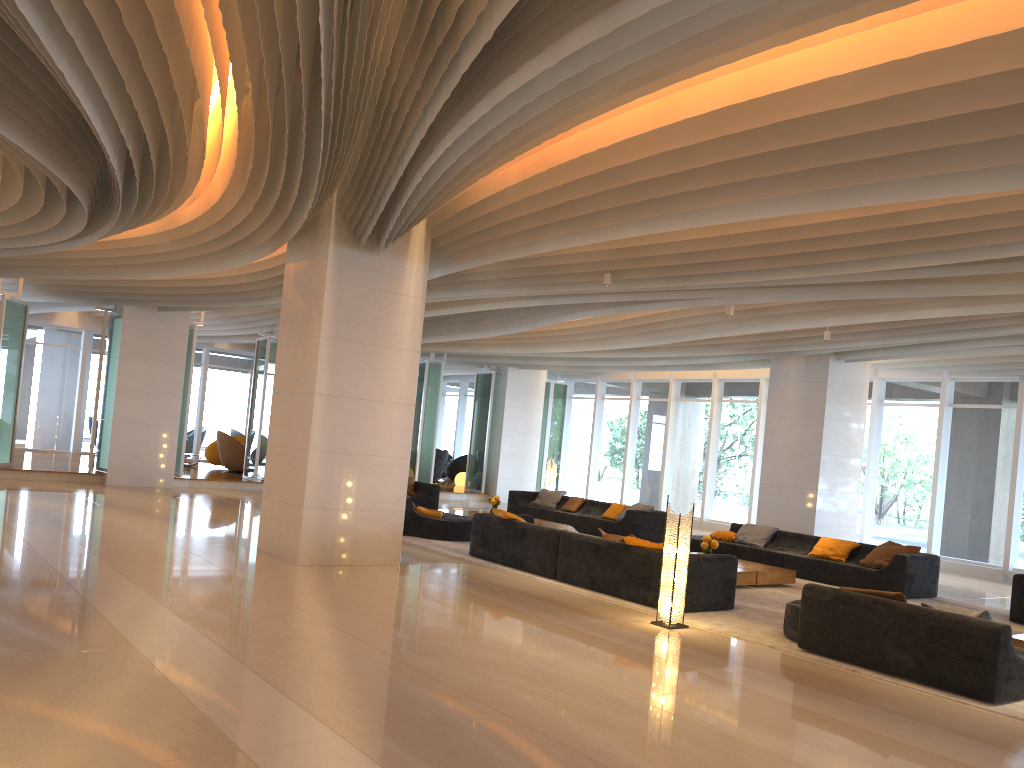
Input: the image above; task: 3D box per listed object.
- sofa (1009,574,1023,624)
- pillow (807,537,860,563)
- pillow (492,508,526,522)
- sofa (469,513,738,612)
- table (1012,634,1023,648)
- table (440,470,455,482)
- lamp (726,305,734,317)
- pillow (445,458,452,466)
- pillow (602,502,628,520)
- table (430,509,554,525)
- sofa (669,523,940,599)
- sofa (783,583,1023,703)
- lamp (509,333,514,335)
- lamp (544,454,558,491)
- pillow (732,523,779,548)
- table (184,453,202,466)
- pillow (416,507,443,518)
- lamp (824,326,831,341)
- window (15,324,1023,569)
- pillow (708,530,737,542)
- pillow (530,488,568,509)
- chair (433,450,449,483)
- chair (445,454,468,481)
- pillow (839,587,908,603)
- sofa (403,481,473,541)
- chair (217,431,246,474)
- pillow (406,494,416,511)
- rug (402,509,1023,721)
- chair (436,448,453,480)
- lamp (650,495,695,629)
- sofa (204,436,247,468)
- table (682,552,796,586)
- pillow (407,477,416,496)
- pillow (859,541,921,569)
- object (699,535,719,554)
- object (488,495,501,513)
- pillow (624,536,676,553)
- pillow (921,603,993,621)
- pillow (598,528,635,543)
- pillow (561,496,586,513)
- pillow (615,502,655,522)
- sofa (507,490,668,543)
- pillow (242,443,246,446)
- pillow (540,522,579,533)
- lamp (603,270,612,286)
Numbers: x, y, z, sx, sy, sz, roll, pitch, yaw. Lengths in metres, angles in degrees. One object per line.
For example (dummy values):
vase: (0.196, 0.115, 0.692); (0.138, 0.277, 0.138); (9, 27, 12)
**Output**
sofa: (7.343, 2.538, 8.959); (1.362, 0.581, 4.117); (7, -4, -29)
pillow: (4.627, 2.433, 12.837); (0.459, 0.393, 0.625); (7, -4, -37)
pillow: (0.054, 1.823, 11.436); (0.553, 0.377, 0.633); (6, -3, -14)
sofa: (0.894, 2.031, 10.491); (0.960, 0.581, 3.709); (8, -4, -36)
table: (5.526, 2.471, 7.828); (1.632, 0.220, 1.572); (8, -5, -36)
table: (-1.876, 2.939, 28.195); (1.099, 0.318, 0.805); (8, -4, -30)
lamp: (2.969, -1.648, 11.826); (0.088, 1.504, 0.090); (5, -1, 27)
pillow: (-2.183, 2.539, 29.184); (0.507, 0.408, 0.461); (6, -3, -9)
pillow: (1.927, 2.389, 16.651); (0.328, 0.312, 0.400); (7, -3, -34)
table: (-0.374, 2.468, 15.898); (1.632, 0.220, 1.572); (8, -5, -36)
sofa: (4.080, 2.520, 13.187); (1.379, 0.582, 4.068); (8, -5, -37)
sofa: (3.297, 2.056, 7.512); (1.382, 0.576, 2.212); (8, -5, -36)
lamp: (0.061, -1.637, 15.994); (0.088, 1.504, 0.089); (5, -1, 9)
lamp: (0.836, 2.219, 19.440); (0.255, 1.449, 0.245); (6, -1, -36)
pillow: (3.804, 2.414, 13.962); (0.471, 0.416, 0.653); (7, -4, -36)
table: (-8.446, 1.924, 22.535); (1.099, 0.318, 0.805); (8, -4, -30)
pillow: (-1.270, 1.971, 13.661); (0.411, 0.135, 0.416); (6, -4, -3)
lamp: (4.736, -1.389, 13.151); (0.087, 1.504, 0.091); (5, -1, 45)
window: (4.845, 1.254, 16.274); (53.809, 3.216, 22.456); (4, -4, 18)
pillow: (3.410, 2.456, 14.310); (0.443, 0.192, 0.594); (4, -4, 19)
pillow: (0.743, 2.363, 18.302); (0.627, 0.377, 0.558); (4, -4, 31)
chair: (-2.497, 2.385, 26.023); (1.118, 1.004, 1.544); (4, -3, 27)
chair: (-1.323, 2.588, 27.360); (1.547, 1.004, 1.116); (7, -3, -34)
pillow: (3.051, 1.858, 7.301); (0.405, 0.391, 0.594); (7, -3, -34)
sofa: (-1.655, 2.107, 15.624); (2.881, 0.652, 4.996); (8, -5, -36)
chair: (-6.687, 1.695, 21.802); (1.156, 1.004, 1.494); (7, -3, -28)
pillow: (-1.633, 1.841, 13.767); (0.335, 0.311, 0.416); (7, -3, -34)
rug: (2.419, 2.582, 12.062); (5.622, 0.022, 15.927); (8, -5, -36)
chair: (-2.498, 2.589, 28.990); (1.541, 1.004, 1.121); (7, -3, -24)
lamp: (1.508, 1.633, 8.182); (0.255, 1.196, 0.245); (6, -1, -36)
sofa: (-7.005, 1.868, 23.980); (1.089, 0.900, 2.615); (3, -4, 44)
table: (2.617, 2.469, 11.807); (1.632, 0.220, 1.572); (8, -5, -36)
pillow: (-2.255, 2.048, 17.875); (0.645, 0.377, 0.543); (6, -3, -14)
pillow: (5.195, 2.365, 12.212); (0.553, 0.377, 0.633); (6, -3, -14)
object: (2.578, 2.154, 11.638); (0.238, 0.376, 0.263); (6, -2, -14)
object: (-0.319, 2.187, 16.105); (0.237, 0.376, 0.265); (6, -2, -4)
pillow: (1.551, 1.824, 9.387); (0.627, 0.377, 0.558); (4, -4, 31)
pillow: (3.510, 1.865, 6.859); (0.466, 0.344, 0.553); (8, -4, -38)
pillow: (1.235, 1.853, 9.941); (0.452, 0.409, 0.591); (7, -3, -34)
pillow: (1.216, 2.389, 17.624); (0.328, 0.312, 0.400); (7, -3, -38)
pillow: (2.241, 2.363, 16.253); (0.553, 0.377, 0.633); (6, -3, -14)
sofa: (1.364, 2.538, 17.193); (0.960, 0.581, 3.709); (8, -4, -36)
pillow: (-6.514, 1.570, 21.523); (0.609, 0.454, 0.481); (3, -3, 35)
pillow: (0.629, 1.891, 10.766); (0.428, 0.376, 0.576); (7, -3, -34)
lamp: (1.195, -1.910, 10.483); (0.087, 1.504, 0.091); (5, -1, 45)
